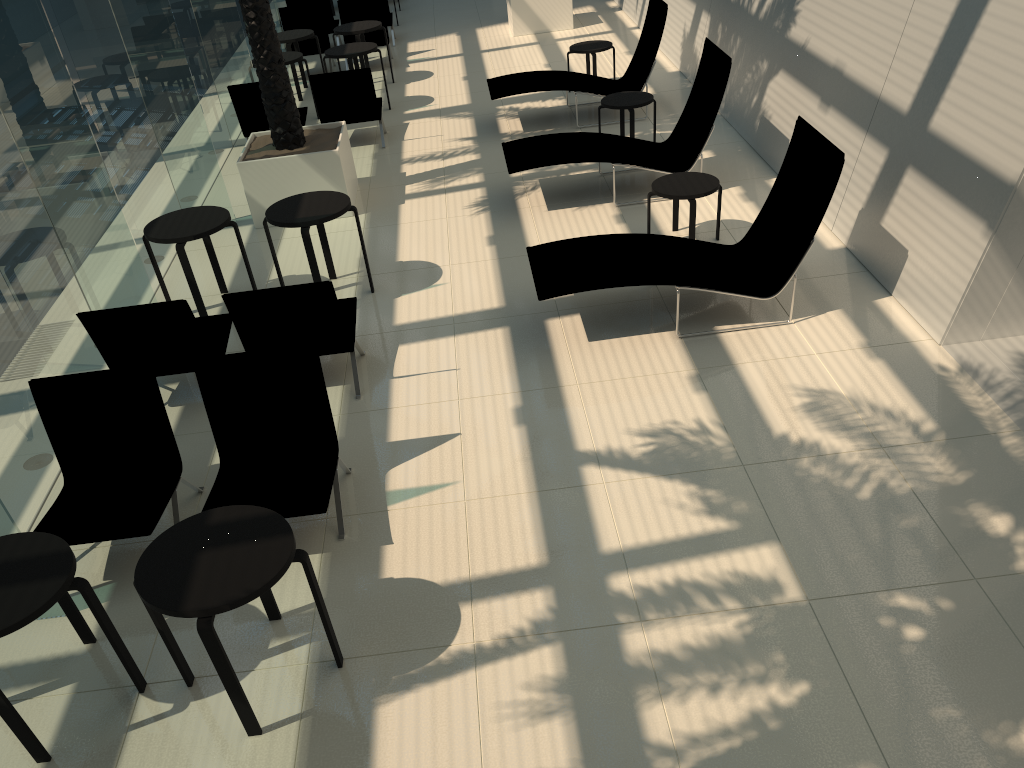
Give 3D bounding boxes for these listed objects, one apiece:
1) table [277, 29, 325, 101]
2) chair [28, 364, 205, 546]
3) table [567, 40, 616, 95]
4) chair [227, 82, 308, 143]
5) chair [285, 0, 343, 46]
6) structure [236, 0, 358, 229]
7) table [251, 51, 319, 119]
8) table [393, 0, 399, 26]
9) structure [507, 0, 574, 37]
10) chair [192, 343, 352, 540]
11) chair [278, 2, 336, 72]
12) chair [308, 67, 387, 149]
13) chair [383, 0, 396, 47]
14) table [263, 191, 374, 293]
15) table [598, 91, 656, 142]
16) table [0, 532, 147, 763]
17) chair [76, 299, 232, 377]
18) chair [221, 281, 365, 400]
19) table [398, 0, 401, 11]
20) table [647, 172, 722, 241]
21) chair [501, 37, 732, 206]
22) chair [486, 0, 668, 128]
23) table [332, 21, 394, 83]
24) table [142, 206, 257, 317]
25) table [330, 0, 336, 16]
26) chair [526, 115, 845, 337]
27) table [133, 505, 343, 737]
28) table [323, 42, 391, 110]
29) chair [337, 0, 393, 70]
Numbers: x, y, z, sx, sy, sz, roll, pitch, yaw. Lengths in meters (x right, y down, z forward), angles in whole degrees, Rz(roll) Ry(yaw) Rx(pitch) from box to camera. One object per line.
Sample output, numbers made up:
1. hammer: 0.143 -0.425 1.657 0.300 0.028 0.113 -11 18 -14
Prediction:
1. table: -3.108 -4.599 12.580 0.659 0.846 0.643 21 44 33
2. chair: -2.294 0.538 4.858 0.716 0.962 0.813 -7 36 -1
3. table: 1.036 -4.117 11.346 0.541 0.561 0.520 17 42 30
4. chair: -2.874 -3.259 10.482 0.716 0.962 0.813 -7 36 -1
5. chair: -3.323 -6.127 14.730 0.716 0.962 0.813 -7 36 -1
6. structure: -2.497 -4.835 6.823 4.808 7.596 4.089 -11 36 -6
7. table: -3.001 -3.863 11.491 0.664 0.846 0.638 17 42 30
8. table: -2.491 -6.866 15.756 0.664 0.846 0.638 17 42 30
9. structure: 0.245 -9.020 12.502 4.215 7.460 4.329 14 41 26
10. chair: -1.369 0.420 4.855 0.716 0.962 0.813 -7 36 -1
11. chair: -3.201 -5.253 13.439 0.716 0.962 0.813 -7 36 -1
12. chair: -1.949 -3.377 10.478 0.716 0.962 0.813 -7 36 -1
13. chair: -2.398 -6.245 14.727 0.716 0.962 0.813 -7 36 -1
14. table: -1.584 -1.075 7.175 0.664 0.846 0.638 17 42 30
15. table: 1.243 -2.796 9.388 0.537 0.561 0.524 21 44 33
16. table: -2.201 1.192 4.000 0.655 0.846 0.647 25 46 36
17. chair: -2.416 -0.336 6.150 0.716 0.962 0.813 -7 36 -1
18. chair: -1.491 -0.454 6.147 0.716 0.962 0.813 -7 36 -1
19. table: -2.599 -7.620 16.871 0.659 0.846 0.643 21 44 33
20. table: 1.457 -1.434 7.370 0.537 0.561 0.524 21 44 33
21. chair: 0.926 -2.432 8.292 2.036 1.254 0.845 -7 36 0
22. chair: 0.719 -3.753 10.249 2.036 1.254 0.845 -7 36 0
23. table: -2.146 -4.722 12.577 0.659 0.846 0.643 21 44 33
24. table: -2.546 -0.952 7.178 0.664 0.846 0.638 17 42 30
25. table: -3.561 -7.497 16.875 0.659 0.846 0.643 21 44 33
26. chair: 1.139 -1.070 6.273 2.036 1.254 0.845 -7 36 0
27. table: -1.239 1.069 3.996 0.655 0.846 0.647 25 46 36
28. table: -2.039 -3.986 11.488 0.664 0.846 0.638 17 42 30
29. chair: -2.276 -5.371 13.436 0.716 0.962 0.813 -7 36 -1
